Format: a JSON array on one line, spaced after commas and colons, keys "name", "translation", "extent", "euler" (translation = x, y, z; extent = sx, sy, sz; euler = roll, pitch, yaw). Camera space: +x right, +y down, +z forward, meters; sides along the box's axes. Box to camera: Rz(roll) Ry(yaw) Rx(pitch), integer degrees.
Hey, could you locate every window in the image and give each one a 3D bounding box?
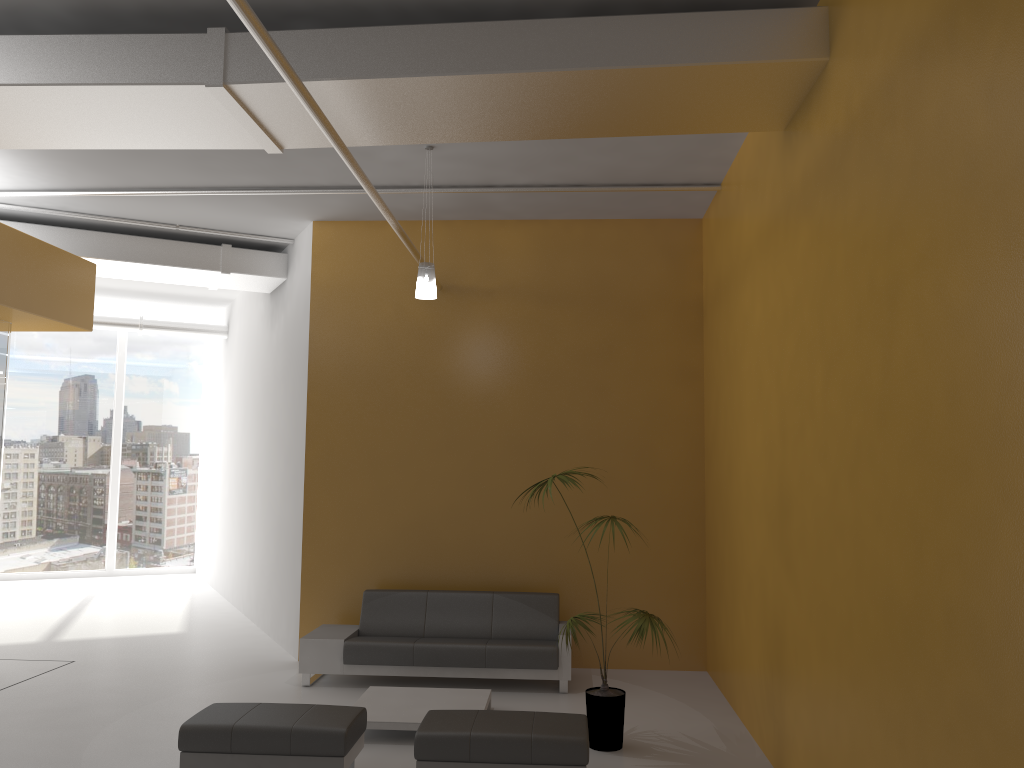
[{"name": "window", "translation": [-8.255, 1.039, 15.029], "extent": [8.533, 4.498, 0.100], "euler": [3, -6, -26]}]

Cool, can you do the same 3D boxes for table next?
[{"name": "table", "translation": [-0.698, 2.507, 6.737], "extent": [1.000, 0.150, 1.000], "euler": [0, -6, 4]}]

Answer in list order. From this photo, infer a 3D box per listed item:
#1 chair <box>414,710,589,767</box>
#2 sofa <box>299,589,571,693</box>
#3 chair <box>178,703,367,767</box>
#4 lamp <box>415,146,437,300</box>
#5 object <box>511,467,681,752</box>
[{"name": "chair", "translation": [-0.048, 2.242, 5.345], "extent": [1.012, 0.423, 0.575], "euler": [0, -6, 4]}, {"name": "sofa", "translation": [-0.660, 2.336, 8.145], "extent": [2.400, 0.761, 0.860], "euler": [0, -6, 4]}, {"name": "chair", "translation": [-1.452, 2.238, 5.455], "extent": [1.012, 0.423, 0.575], "euler": [0, -6, 4]}, {"name": "lamp", "translation": [-0.673, -1.292, 7.067], "extent": [0.174, 1.227, 0.174], "euler": [-5, -8, 45]}, {"name": "object", "translation": [0.567, 1.572, 6.306], "extent": [1.222, 1.956, 0.912], "euler": [-5, -8, 44]}]
